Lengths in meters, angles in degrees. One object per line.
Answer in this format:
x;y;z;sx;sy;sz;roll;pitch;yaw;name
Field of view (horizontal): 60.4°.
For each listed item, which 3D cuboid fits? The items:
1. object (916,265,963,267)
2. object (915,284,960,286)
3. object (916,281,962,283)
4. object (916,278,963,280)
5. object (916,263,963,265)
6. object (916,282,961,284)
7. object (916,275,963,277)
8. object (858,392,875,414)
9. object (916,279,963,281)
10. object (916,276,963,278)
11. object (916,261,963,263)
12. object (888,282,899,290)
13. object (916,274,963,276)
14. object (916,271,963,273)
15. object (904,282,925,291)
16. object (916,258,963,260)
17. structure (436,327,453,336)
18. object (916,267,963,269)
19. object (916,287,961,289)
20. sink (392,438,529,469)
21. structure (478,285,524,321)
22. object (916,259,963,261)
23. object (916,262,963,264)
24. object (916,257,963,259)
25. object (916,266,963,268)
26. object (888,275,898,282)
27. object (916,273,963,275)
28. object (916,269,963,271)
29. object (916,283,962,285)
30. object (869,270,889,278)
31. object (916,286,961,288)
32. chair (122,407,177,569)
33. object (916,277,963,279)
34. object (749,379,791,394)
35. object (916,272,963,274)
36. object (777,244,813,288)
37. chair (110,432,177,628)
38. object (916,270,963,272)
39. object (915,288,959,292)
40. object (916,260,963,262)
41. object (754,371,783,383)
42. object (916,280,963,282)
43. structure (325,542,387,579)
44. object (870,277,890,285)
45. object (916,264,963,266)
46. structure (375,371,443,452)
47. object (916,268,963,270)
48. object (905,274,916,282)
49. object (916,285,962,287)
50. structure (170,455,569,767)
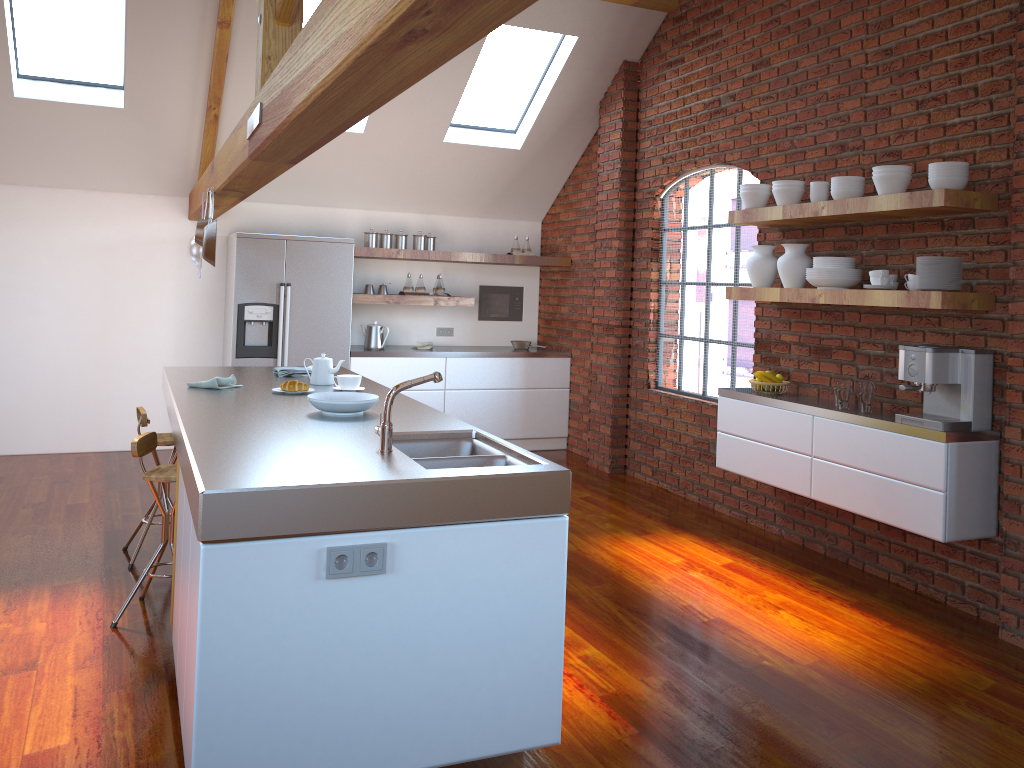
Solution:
1.966;-0.537;4.049;0.194;0.014;0.195;1;6;-6;object
1.963;-0.448;4.047;0.194;0.014;0.195;1;6;-6;object
1.963;-0.463;4.048;0.194;0.014;0.195;1;6;-6;object
1.964;-0.477;4.048;0.194;0.014;0.195;1;6;-6;object
1.967;-0.546;4.049;0.194;0.014;0.195;1;6;-6;object
1.963;-0.458;4.048;0.194;0.014;0.195;1;6;-6;object
1.964;-0.491;4.048;0.194;0.014;0.195;1;6;-6;object
1.763;0.094;4.378;0.077;0.104;0.078;2;2;-11;object
1.964;-0.472;4.048;0.194;0.014;0.195;1;6;-6;object
1.964;-0.486;4.048;0.194;0.014;0.195;1;6;-6;object
1.967;-0.556;4.049;0.194;0.014;0.195;1;6;-6;object
1.912;-0.495;4.469;0.099;0.047;0.092;-3;7;-44;object
1.965;-0.495;4.048;0.194;0.014;0.195;1;6;-6;object
1.965;-0.509;4.048;0.194;0.014;0.195;1;6;-6;object
1.946;-0.467;4.229;0.092;0.047;0.099;3;5;11;object
1.967;-0.569;4.049;0.194;0.014;0.195;1;6;-6;object
-0.624;-0.482;8.130;0.160;0.080;0.033;0;1;-23;structure
1.966;-0.527;4.049;0.194;0.014;0.195;1;6;-6;object
1.962;-0.435;4.047;0.194;0.014;0.195;1;6;-6;object
-0.181;0.332;2.854;0.408;0.199;0.617;0;6;-23;sink
-0.101;-0.763;8.350;0.456;0.335;0.013;0;0;-23;structure
1.967;-0.565;4.049;0.194;0.014;0.195;1;6;-6;object
1.967;-0.551;4.049;0.194;0.014;0.195;1;6;-6;object
1.968;-0.574;4.049;0.194;0.014;0.195;1;6;-6;object
1.966;-0.532;4.049;0.194;0.014;0.195;1;6;-6;object
1.908;-0.527;4.472;0.092;0.058;0.100;5;5;35;object
1.965;-0.500;4.048;0.194;0.014;0.195;1;6;-6;object
1.965;-0.518;4.048;0.194;0.014;0.195;1;6;-6;object
1.963;-0.453;4.047;0.194;0.014;0.195;1;6;-6;object
1.801;-0.532;4.324;0.100;0.058;0.092;-2;6;-40;object
1.963;-0.439;4.047;0.194;0.014;0.195;1;6;-6;object
-1.774;0.495;4.486;0.337;0.752;0.339;2;0;-28;chair
1.964;-0.482;4.048;0.194;0.014;0.195;1;6;-6;object
1.502;0.018;5.131;0.236;0.071;0.236;5;6;24;object
1.965;-0.504;4.048;0.194;0.014;0.195;1;6;-6;object
1.592;-0.660;4.952;0.193;0.249;0.192;4;2;39;object
-1.447;0.591;3.721;0.338;0.752;0.338;2;0;-3;chair
1.965;-0.513;4.048;0.194;0.014;0.195;1;6;-6;object
1.962;-0.430;4.047;0.194;0.014;0.195;1;6;-6;object
1.967;-0.560;4.049;0.194;0.014;0.195;1;6;-6;object
1.487;-0.031;5.087;0.184;0.085;0.066;3;2;15;object
1.964;-0.468;4.048;0.194;0.014;0.195;1;6;-6;object
-0.412;0.462;2.319;0.160;0.080;0.033;0;1;-23;structure
1.804;-0.499;4.319;0.098;0.047;0.092;-1;6;-29;object
1.966;-0.542;4.049;0.194;0.014;0.195;1;6;-6;object
-0.329;0.081;2.806;0.200;0.248;0.099;1;0;-23;structure
1.966;-0.522;4.049;0.194;0.014;0.195;1;6;-6;object
1.953;-0.499;4.230;0.092;0.058;0.100;2;4;0;object
1.963;-0.444;4.047;0.194;0.014;0.195;1;6;-6;object
-0.923;0.596;3.792;1.022;0.764;3.138;1;6;-23;structure
